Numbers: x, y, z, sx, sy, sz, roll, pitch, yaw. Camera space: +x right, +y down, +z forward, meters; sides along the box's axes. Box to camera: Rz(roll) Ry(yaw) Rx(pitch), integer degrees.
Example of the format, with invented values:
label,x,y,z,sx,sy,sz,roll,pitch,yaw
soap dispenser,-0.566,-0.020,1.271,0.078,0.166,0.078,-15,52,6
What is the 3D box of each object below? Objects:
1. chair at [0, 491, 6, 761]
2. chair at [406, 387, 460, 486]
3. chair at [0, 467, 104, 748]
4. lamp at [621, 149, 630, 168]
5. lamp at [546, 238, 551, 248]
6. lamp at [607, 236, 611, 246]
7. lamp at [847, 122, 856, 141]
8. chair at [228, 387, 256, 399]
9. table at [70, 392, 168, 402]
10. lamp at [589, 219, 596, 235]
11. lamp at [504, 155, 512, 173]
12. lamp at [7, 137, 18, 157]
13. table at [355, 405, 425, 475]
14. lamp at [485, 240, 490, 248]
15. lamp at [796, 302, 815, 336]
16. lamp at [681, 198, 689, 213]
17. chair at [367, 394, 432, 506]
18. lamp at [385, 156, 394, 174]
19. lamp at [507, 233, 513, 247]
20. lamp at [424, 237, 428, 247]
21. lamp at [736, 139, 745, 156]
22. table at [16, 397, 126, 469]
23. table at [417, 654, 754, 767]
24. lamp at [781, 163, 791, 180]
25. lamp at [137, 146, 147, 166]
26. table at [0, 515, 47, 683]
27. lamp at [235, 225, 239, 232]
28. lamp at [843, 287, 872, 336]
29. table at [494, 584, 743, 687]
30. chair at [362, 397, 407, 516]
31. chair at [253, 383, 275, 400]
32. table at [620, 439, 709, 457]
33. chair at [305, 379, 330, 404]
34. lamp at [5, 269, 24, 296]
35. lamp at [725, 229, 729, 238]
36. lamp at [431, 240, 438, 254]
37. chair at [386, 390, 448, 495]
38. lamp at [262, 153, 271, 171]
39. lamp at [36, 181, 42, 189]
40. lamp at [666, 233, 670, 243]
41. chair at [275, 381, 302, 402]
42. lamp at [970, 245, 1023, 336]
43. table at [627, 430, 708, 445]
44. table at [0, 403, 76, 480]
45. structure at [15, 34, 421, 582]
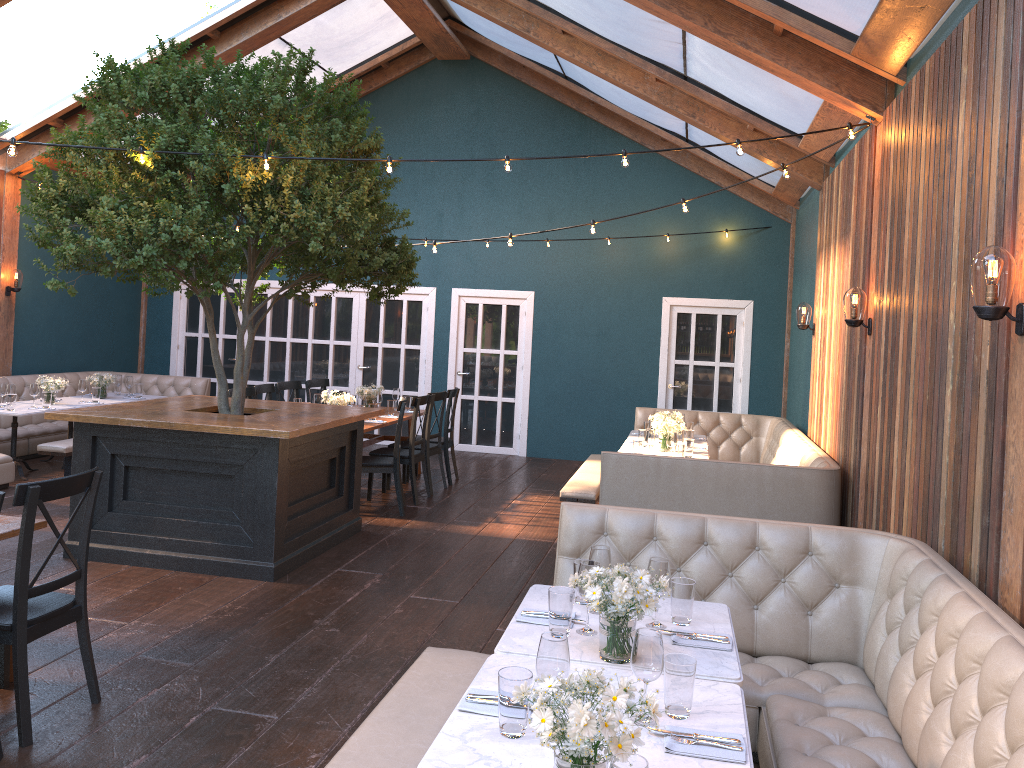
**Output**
label,x,y,z,sx,sy,sz,roll,pitch,yaw
chair,-2.190,0.906,3.167,0.540,1.020,0.477,3,1,6
chair,-0.856,0.547,9.705,0.540,1.020,0.477,3,1,6
chair,-2.077,0.876,3.716,0.540,1.020,0.477,3,1,11
lamp,0.736,-1.464,5.741,0.056,0.121,0.056,3,1,-6
lamp,0.457,-1.765,11.073,0.056,0.119,0.060,2,1,-37
lamp,1.221,-1.796,11.112,0.056,0.119,0.061,3,1,12
lamp,2.244,-1.668,5.842,0.056,0.120,0.056,3,1,41
chair,-2.401,0.560,8.306,0.540,1.020,0.477,3,1,11
table,-4.639,0.484,10.420,0.799,0.672,0.799,3,2,11
lamp,0.636,-1.233,6.948,0.056,0.121,0.056,3,1,-11
lamp,-0.024,-1.411,5.666,0.056,0.117,0.068,3,1,8
lamp,-3.054,-1.448,5.410,0.056,0.121,0.056,3,1,-8
table,-1.648,0.699,8.996,0.951,0.729,2.433,3,3,11
lamp,-0.303,-1.750,11.005,0.060,0.119,0.056,3,1,35
lamp,2.833,-0.633,8.551,0.178,0.320,0.146,3,1,11
lamp,1.283,-1.323,6.557,0.056,0.118,0.066,3,1,-13
chair,-1.080,0.607,8.607,0.540,1.020,0.477,3,1,11
lamp,-0.777,-1.390,5.605,0.060,0.119,0.056,3,1,35
lamp,-0.015,-1.195,7.349,0.056,0.121,0.056,3,1,-12
lamp,-1.066,-1.755,10.950,0.056,0.121,0.056,3,1,-27
lamp,1.490,-1.547,5.778,0.064,0.118,0.056,3,1,20
table,-4.803,0.528,9.620,0.799,0.672,0.799,3,2,12
table,0.221,1.251,2.405,0.799,0.672,0.799,3,2,12
lamp,1.913,-1.486,6.182,0.074,0.115,0.056,3,1,18
lamp,-2.295,-1.415,5.492,0.056,0.121,0.056,3,1,37
table,-2.872,1.029,2.995,0.951,0.729,2.433,3,3,11
lamp,-3.318,-1.887,10.699,0.056,0.120,0.056,3,1,13
lamp,2.284,-0.484,5.858,0.178,0.320,0.146,3,1,11
table,0.384,1.207,3.204,0.799,0.672,0.799,3,2,10
chair,-1.215,0.637,8.046,0.539,1.020,0.478,3,1,-6
chair,-2.336,0.527,8.865,0.540,1.020,0.477,3,1,6
table,1.432,0.925,8.345,0.799,0.672,0.799,3,2,12
chair,-2.049,0.471,9.949,0.540,1.020,0.477,3,1,17
lamp,-5.796,-1.181,10.317,0.178,0.320,0.146,3,1,11
lamp,2.725,-1.907,11.209,0.056,0.121,0.056,3,1,-6
lamp,-0.674,-1.196,7.726,0.056,0.121,0.056,3,1,20
chair,-0.968,0.577,9.157,0.540,1.020,0.477,3,1,16
lamp,-1.537,-1.393,5.546,0.060,0.119,0.056,3,1,-3
lamp,-5.538,-2.327,10.362,0.056,0.120,0.056,3,1,-19
lamp,1.969,-1.844,11.159,0.056,0.120,0.056,3,1,33
chair,-2.239,0.496,9.416,0.540,1.020,0.477,3,1,16
lamp,1.735,-0.336,3.167,0.178,0.320,0.146,3,1,11
table,1.595,0.881,9.144,0.799,0.672,0.799,3,2,11
table,-4.966,0.572,8.821,0.799,0.672,0.799,3,2,10
structure,-2.048,-0.652,6.631,2.717,3.696,2.851,3,1,20
